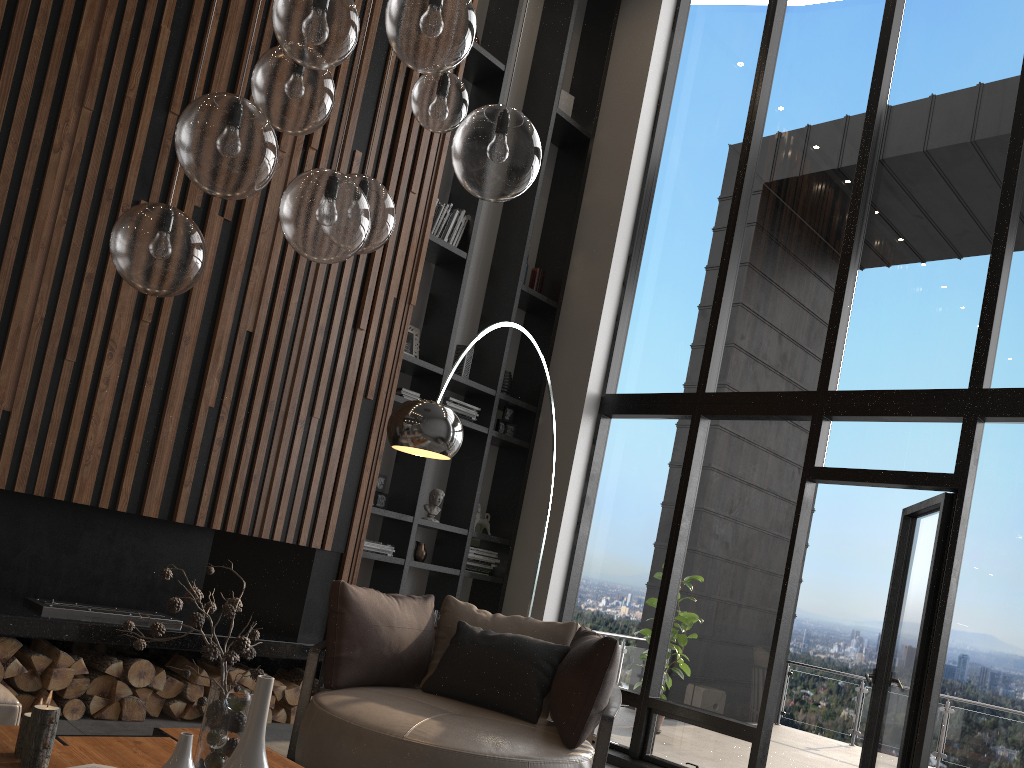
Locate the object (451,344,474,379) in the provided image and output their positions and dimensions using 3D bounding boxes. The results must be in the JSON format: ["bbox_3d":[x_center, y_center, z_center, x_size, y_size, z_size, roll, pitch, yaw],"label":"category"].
[{"bbox_3d":[-0.359,-0.140,6.259,0.103,0.256,0.106,9,-5,26],"label":"object"}]

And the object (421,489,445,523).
[{"bbox_3d":[-0.559,0.860,6.194,0.138,0.241,0.138,12,-6,-3],"label":"object"}]

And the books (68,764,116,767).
[{"bbox_3d":[-0.981,0.965,2.084,0.340,0.039,0.238,6,-13,23],"label":"books"}]

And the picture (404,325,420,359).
[{"bbox_3d":[-0.726,-0.282,5.961,0.221,0.267,0.113,18,-8,-43],"label":"picture"}]

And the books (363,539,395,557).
[{"bbox_3d":[-0.955,1.077,5.814,0.218,0.077,0.331,0,-16,44],"label":"books"}]

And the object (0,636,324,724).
[{"bbox_3d":[-1.506,1.708,4.939,0.433,0.385,4.138,2,-15,46],"label":"object"}]

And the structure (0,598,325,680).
[{"bbox_3d":[-2.432,1.302,4.225,0.663,0.452,6.695,2,-15,45],"label":"structure"}]

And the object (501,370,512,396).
[{"bbox_3d":[-0.070,0.013,6.601,0.139,0.215,0.144,7,-8,36],"label":"object"}]

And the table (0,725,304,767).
[{"bbox_3d":[-0.801,1.224,2.196,1.446,0.349,0.920,-1,-16,45],"label":"table"}]

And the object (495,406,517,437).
[{"bbox_3d":[-0.044,0.286,6.558,0.192,0.230,0.059,17,-7,-41],"label":"object"}]

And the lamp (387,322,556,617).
[{"bbox_3d":[-0.144,0.843,4.425,0.317,2.300,2.086,10,-7,23],"label":"lamp"}]

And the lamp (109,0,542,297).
[{"bbox_3d":[-0.070,-2.572,2.447,1.218,4.931,1.258,8,-5,43],"label":"lamp"}]

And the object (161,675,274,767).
[{"bbox_3d":[-0.613,0.810,1.888,0.324,0.392,0.316,14,-8,-25],"label":"object"}]

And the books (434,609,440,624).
[{"bbox_3d":[-0.674,1.706,6.192,0.173,0.283,0.341,5,-10,45],"label":"books"}]

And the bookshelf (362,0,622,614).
[{"bbox_3d":[-0.251,-0.748,6.289,0.334,5.245,1.490,8,-5,46],"label":"bookshelf"}]

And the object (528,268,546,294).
[{"bbox_3d":[0.182,-0.759,6.697,0.101,0.227,0.104,8,-6,30],"label":"object"}]

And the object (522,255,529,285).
[{"bbox_3d":[0.074,-0.835,6.575,0.078,0.289,0.078,12,-4,-8],"label":"object"}]

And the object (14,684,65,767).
[{"bbox_3d":[-1.216,0.871,2.259,0.079,0.208,0.153,14,-7,-33],"label":"object"}]

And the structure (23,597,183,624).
[{"bbox_3d":[-2.136,1.212,4.591,0.298,0.101,0.728,0,-17,44],"label":"structure"}]

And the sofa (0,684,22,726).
[{"bbox_3d":[-1.899,0.711,1.928,3.228,0.806,1.923,-1,-16,45],"label":"sofa"}]

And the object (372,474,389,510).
[{"bbox_3d":[-0.903,0.720,5.858,0.058,0.232,0.193,7,-8,44],"label":"object"}]

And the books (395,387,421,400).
[{"bbox_3d":[-0.763,0.080,5.902,0.325,0.071,0.179,-1,-16,44],"label":"books"}]

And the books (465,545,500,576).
[{"bbox_3d":[-0.299,1.304,6.512,0.216,0.187,0.383,3,-14,45],"label":"books"}]

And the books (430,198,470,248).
[{"bbox_3d":[-0.502,-1.085,5.971,0.184,0.295,0.376,5,-11,45],"label":"books"}]

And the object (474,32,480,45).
[{"bbox_3d":[-0.289,-2.346,6.041,0.130,0.170,0.133,10,-7,7],"label":"object"}]

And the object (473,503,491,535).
[{"bbox_3d":[-0.252,0.984,6.563,0.129,0.277,0.258,7,-8,38],"label":"object"}]

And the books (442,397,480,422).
[{"bbox_3d":[-0.417,0.195,6.241,0.217,0.126,0.331,1,-15,44],"label":"books"}]

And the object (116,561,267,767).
[{"bbox_3d":[-0.846,0.767,2.355,0.538,0.595,0.324,9,-6,16],"label":"object"}]

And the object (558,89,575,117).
[{"bbox_3d":[0.384,-2.103,6.740,0.137,0.257,0.083,15,-6,-34],"label":"object"}]

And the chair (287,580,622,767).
[{"bbox_3d":[-0.229,1.486,4.115,1.459,0.886,1.495,14,-10,-17],"label":"chair"}]

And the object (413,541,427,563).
[{"bbox_3d":[-0.647,1.188,6.188,0.101,0.140,0.104,12,-7,-6],"label":"object"}]
